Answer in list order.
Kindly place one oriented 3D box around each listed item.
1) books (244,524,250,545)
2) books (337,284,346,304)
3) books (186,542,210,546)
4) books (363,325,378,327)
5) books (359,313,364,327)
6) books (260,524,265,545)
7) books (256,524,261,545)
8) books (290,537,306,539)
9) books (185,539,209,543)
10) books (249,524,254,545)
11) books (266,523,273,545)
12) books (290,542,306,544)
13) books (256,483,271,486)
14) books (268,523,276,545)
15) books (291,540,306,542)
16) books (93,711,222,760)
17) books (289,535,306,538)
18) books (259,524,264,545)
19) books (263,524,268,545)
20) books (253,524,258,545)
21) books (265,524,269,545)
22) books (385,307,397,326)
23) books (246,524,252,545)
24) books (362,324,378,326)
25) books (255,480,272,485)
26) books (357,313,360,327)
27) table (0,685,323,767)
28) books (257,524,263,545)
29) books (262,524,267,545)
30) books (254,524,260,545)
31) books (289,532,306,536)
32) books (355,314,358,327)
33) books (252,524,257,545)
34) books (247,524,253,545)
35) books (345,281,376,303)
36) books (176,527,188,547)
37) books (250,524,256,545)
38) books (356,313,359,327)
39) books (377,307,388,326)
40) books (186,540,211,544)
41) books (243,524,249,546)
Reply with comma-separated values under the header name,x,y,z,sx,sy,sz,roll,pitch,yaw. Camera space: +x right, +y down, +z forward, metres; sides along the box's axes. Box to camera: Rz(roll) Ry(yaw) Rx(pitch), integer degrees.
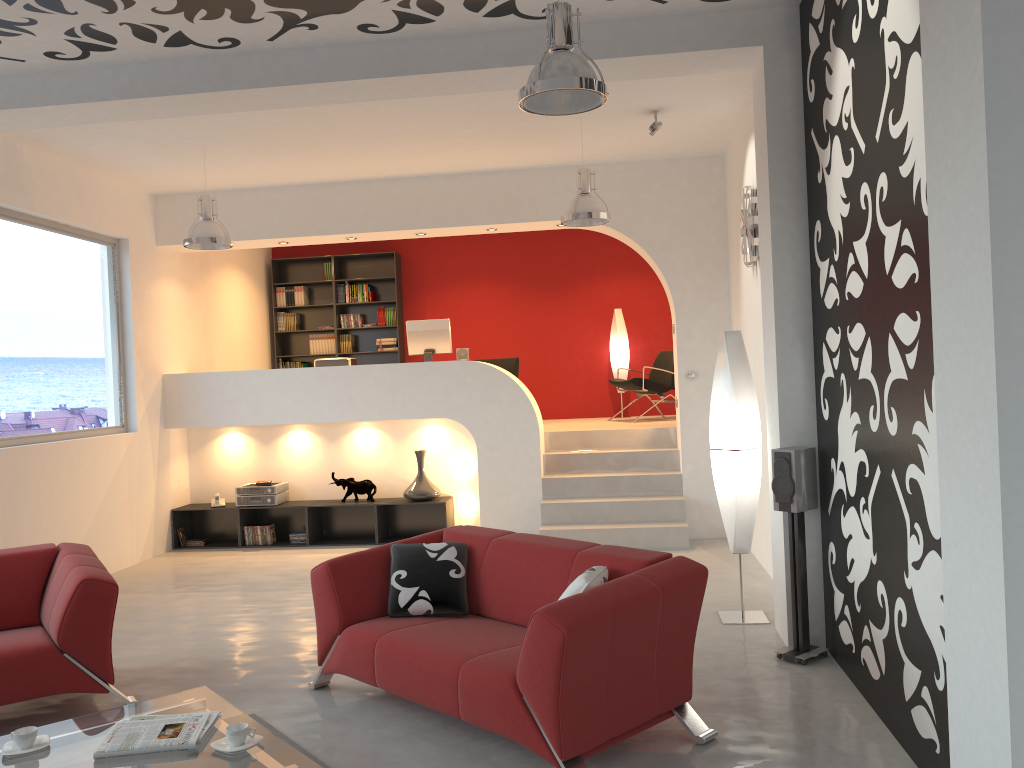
name,x,y,z,sx,sy,sz,roll,pitch,yaw
books,-2.617,1.499,8.822,0.031,0.190,0.135,-2,0,7
books,-2.185,-1.155,11.482,0.090,0.256,0.181,-2,0,7
books,-3.163,1.610,8.937,0.190,0.015,0.135,-2,0,7
books,-1.810,-0.749,11.451,0.190,0.015,0.135,-2,0,7
books,-1.945,-0.816,11.466,0.031,0.190,0.135,-2,0,7
books,-2.454,1.492,8.803,0.031,0.190,0.135,-2,0,7
books,-2.498,1.494,8.808,0.031,0.190,0.135,-2,0,7
books,-2.089,1.519,8.812,0.190,0.015,0.135,-2,0,7
books,-3.175,1.581,8.938,0.190,0.015,0.135,-2,0,7
books,-2.573,1.497,8.817,0.031,0.190,0.135,-2,0,7
books,-2.394,1.489,8.796,0.031,0.190,0.135,-2,0,7
books,-2.089,1.564,8.813,0.190,0.015,0.135,-3,0,2
books,-2.476,1.000,8.846,0.135,0.015,0.190,-3,0,-13
books,-2.379,1.489,8.795,0.031,0.190,0.135,-2,0,7
books,-2.084,1.548,8.812,0.190,0.015,0.135,-2,0,7
books,-1.292,1.274,3.232,0.367,0.035,0.345,-3,0,-3
books,-2.095,1.504,8.805,0.190,0.015,0.135,-2,0,7
books,-2.469,1.493,8.805,0.031,0.190,0.135,-2,0,7
books,-2.424,1.491,8.800,0.031,0.190,0.135,-2,0,7
books,-2.528,1.495,8.812,0.031,0.190,0.135,-2,0,7
books,-2.409,1.490,8.798,0.031,0.190,0.135,-2,0,7
books,-1.542,-0.858,11.411,0.146,0.240,0.170,-2,0,7
books,-2.603,1.498,8.821,0.031,0.190,0.135,-2,0,7
books,-1.821,-0.763,11.452,0.190,0.015,0.135,-2,0,12
books,-2.479,0.985,8.855,0.135,0.015,0.190,-3,0,-8
books,-1.960,-0.815,11.468,0.031,0.190,0.135,-2,0,7
table,-1.375,1.439,2.998,1.097,0.286,1.162,-3,0,-38
books,-2.483,1.493,8.807,0.031,0.190,0.135,-2,0,7
books,-2.439,1.491,8.802,0.031,0.190,0.135,-2,0,7
books,-2.513,1.495,8.810,0.031,0.190,0.135,-2,0,7
books,-2.104,1.489,8.813,0.190,0.015,0.135,-3,0,2
books,-1.990,-0.814,11.471,0.031,0.190,0.135,-2,0,7
books,-2.543,1.496,8.814,0.031,0.190,0.135,-2,0,7
books,-2.588,1.498,8.819,0.031,0.190,0.135,-2,0,7
books,-1.953,-1.180,11.432,0.341,0.286,0.231,-2,0,7
books,-3.303,1.534,8.902,0.063,0.187,0.135,-2,0,7
books,-2.558,1.496,8.815,0.031,0.190,0.135,-2,0,7
books,-1.975,-0.814,11.470,0.031,0.190,0.135,-2,0,7
books,-1.662,-0.861,11.425,0.090,0.256,0.181,-2,0,7
books,-3.158,1.595,8.936,0.190,0.015,0.135,-2,0,7
books,-2.632,1.500,8.824,0.031,0.190,0.135,-2,0,7
